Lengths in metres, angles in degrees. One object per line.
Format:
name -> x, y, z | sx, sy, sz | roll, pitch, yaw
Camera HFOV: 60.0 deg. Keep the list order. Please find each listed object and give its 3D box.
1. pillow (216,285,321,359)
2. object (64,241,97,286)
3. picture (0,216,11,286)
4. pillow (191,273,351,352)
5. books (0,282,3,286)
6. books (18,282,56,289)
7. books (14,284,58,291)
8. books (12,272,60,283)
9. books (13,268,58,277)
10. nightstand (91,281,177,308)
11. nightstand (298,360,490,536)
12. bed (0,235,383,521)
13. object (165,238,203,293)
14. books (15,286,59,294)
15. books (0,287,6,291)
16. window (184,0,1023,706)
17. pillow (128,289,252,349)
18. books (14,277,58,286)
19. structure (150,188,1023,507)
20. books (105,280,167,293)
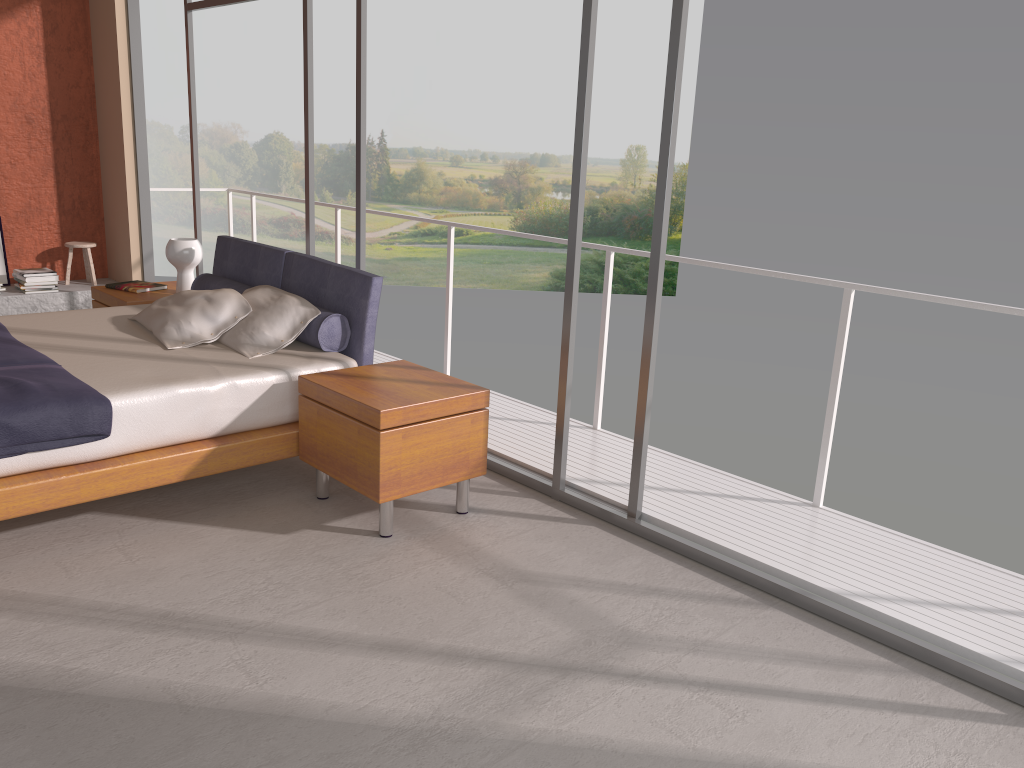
pillow -> -1.297, -0.325, 4.452 | 0.400, 0.265, 0.791 | -10, 19, -39
object -> -3.586, -1.006, 7.427 | 0.260, 0.349, 0.257 | 7, 16, 15
picture -> -4.262, -1.041, 7.014 | 0.458, 0.550, 0.117 | -11, 20, -41
pillow -> -1.334, -0.405, 4.779 | 0.205, 0.201, 1.470 | -11, 20, -41
books -> -4.110, -0.779, 6.835 | 0.328, 0.018, 0.247 | 17, 20, 42
books -> -3.791, -0.795, 7.072 | 0.247, 0.025, 0.287 | -7, 18, -31
books -> -3.806, -0.780, 7.097 | 0.247, 0.018, 0.287 | -11, 20, -42
books -> -3.798, -0.857, 7.072 | 0.319, 0.038, 0.247 | 17, 21, 42
books -> -3.801, -0.889, 7.068 | 0.247, 0.025, 0.287 | -11, 20, -42
nightstand -> -2.305, -0.330, 5.742 | 0.562, 0.556, 0.628 | -11, 20, -41
nightstand -> -0.524, 0.261, 3.885 | 0.562, 0.556, 0.628 | -11, 20, -41
bed -> -2.112, -0.090, 4.152 | 2.462, 0.959, 2.017 | -11, 20, -41
object -> -2.059, -0.742, 5.588 | 0.224, 0.338, 0.224 | -6, 18, -30
books -> -3.803, -0.761, 7.098 | 0.247, 0.018, 0.328 | -10, 20, -40
books -> -4.120, -0.739, 6.852 | 0.328, 0.018, 0.247 | 12, 18, 30
window -> -0.301, -1.178, 4.345 | 0.075, 3.133, 6.106 | -11, 20, -41
pillow -> -1.675, -0.369, 4.584 | 0.431, 0.264, 0.869 | -8, 18, -34
books -> -3.800, -0.826, 7.080 | 0.247, 0.027, 0.328 | -10, 20, -40
structure -> -0.184, -0.330, 5.003 | 0.728, 1.005, 7.689 | -11, 20, -41
books -> -2.413, -0.626, 5.704 | 0.287, 0.025, 0.247 | 11, 17, 26
